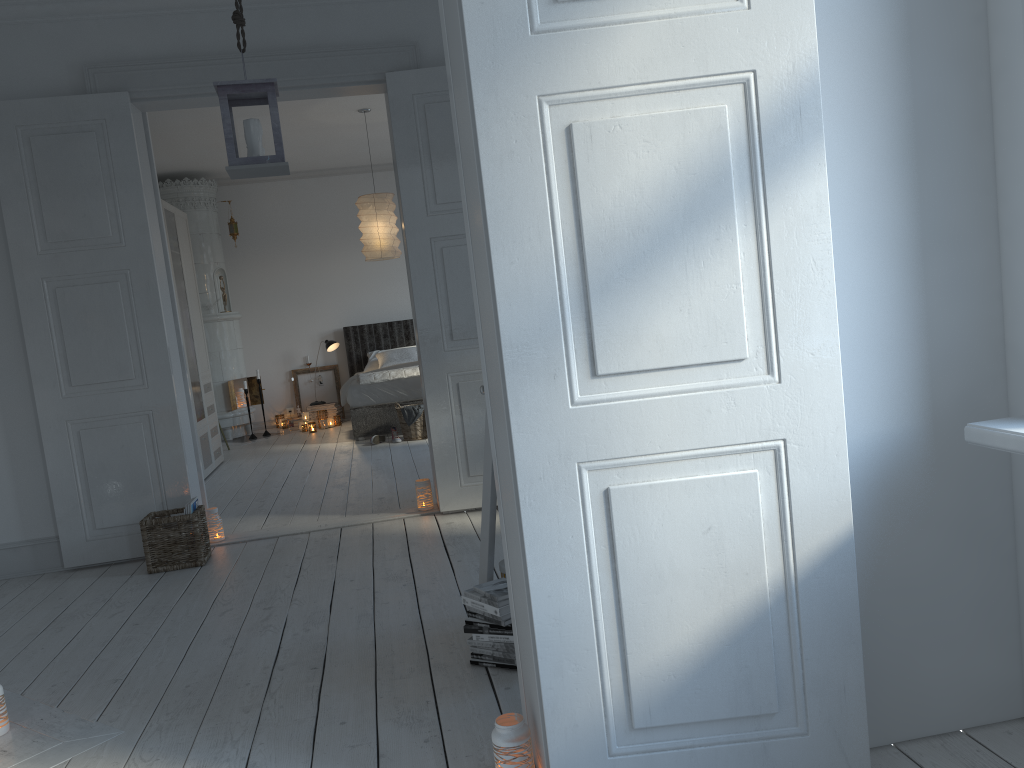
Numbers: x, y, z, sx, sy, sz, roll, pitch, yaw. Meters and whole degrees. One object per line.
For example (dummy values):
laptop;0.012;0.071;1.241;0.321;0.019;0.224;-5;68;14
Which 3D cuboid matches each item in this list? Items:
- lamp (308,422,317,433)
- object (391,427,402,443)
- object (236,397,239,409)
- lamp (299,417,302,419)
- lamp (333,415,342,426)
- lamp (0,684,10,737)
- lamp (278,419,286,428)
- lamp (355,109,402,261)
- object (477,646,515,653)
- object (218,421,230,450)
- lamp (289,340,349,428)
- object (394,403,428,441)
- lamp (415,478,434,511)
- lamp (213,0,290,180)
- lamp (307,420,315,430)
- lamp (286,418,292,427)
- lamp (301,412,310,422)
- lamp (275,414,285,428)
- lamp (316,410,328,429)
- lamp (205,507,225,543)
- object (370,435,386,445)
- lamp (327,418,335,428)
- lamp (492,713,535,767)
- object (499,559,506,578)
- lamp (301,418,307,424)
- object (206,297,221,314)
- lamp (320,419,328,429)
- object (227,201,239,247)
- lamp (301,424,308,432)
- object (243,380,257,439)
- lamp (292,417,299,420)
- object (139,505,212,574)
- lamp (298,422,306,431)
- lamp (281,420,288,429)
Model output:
lamp;-2.086;0.454;9.269;0.081;0.107;0.081;-10;7;-32
object;-1.032;0.454;7.887;0.083;0.122;0.222;-7;6;-9
object;-2.996;0.180;9.528;0.093;0.180;0.092;-7;6;-5
lamp;-2.358;0.419;10.033;0.081;0.099;0.080;-2;7;37
lamp;-1.893;0.399;9.615;0.080;0.107;0.080;-11;7;-36
lamp;-1.560;0.967;2.644;0.089;0.166;0.089;-7;6;-7
lamp;-2.597;0.447;10.025;0.080;0.099;0.080;-11;7;-37
lamp;-1.161;-1.661;7.412;0.339;1.233;0.340;-4;7;22
object;-0.015;0.803;2.762;0.156;0.014;0.111;-3;6;34
object;-2.974;0.299;8.364;0.431;0.776;0.670;-7;6;-9
lamp;-2.217;-0.003;9.844;0.826;0.938;0.449;-6;6;9
object;-0.864;0.315;7.907;0.319;0.352;0.318;-4;6;23
lamp;-0.493;0.620;4.975;0.089;0.167;0.089;-8;6;-16
lamp;-1.073;-1.686;3.318;0.228;1.765;0.228;-8;6;-12
lamp;-2.152;0.445;9.493;0.081;0.099;0.080;-4;6;25
lamp;-2.507;0.437;10.017;0.080;0.099;0.080;-11;7;-37
lamp;-2.206;0.352;9.481;0.081;0.099;0.080;-3;7;34
lamp;-2.642;0.423;10.113;0.107;0.141;0.107;-11;7;-36
lamp;-2.042;0.379;9.578;0.117;0.188;0.121;-3;7;34
lamp;-1.612;0.762;4.795;0.092;0.180;0.092;-9;7;-25
object;-1.232;0.493;7.904;0.120;0.084;0.222;-5;6;20
lamp;-1.949;0.417;9.540;0.081;0.099;0.080;-4;6;25
lamp;0.004;0.836;2.002;0.089;0.166;0.089;-8;6;-10
object;0.031;0.624;2.943;0.142;0.075;0.142;-9;6;-25
lamp;-2.308;0.424;9.910;0.080;0.099;0.080;-11;7;-37
object;-3.117;-0.820;9.281;0.059;0.165;0.195;-2;7;36
lamp;-2.006;0.429;9.475;0.081;0.099;0.080;-4;6;25
object;-3.028;-1.727;9.617;0.116;0.506;0.105;-11;8;-35
lamp;-2.195;0.469;9.390;0.067;0.079;0.069;-3;7;33
object;-2.753;0.267;9.276;0.091;0.623;0.091;-10;7;-30
lamp;-2.428;0.432;9.979;0.080;0.099;0.080;-11;7;-37
object;-1.670;0.769;4.416;0.270;0.265;0.223;-7;6;-9
lamp;-2.242;0.456;9.485;0.081;0.099;0.080;-4;6;25
lamp;-2.547;0.455;9.922;0.063;0.092;0.072;-4;6;24
